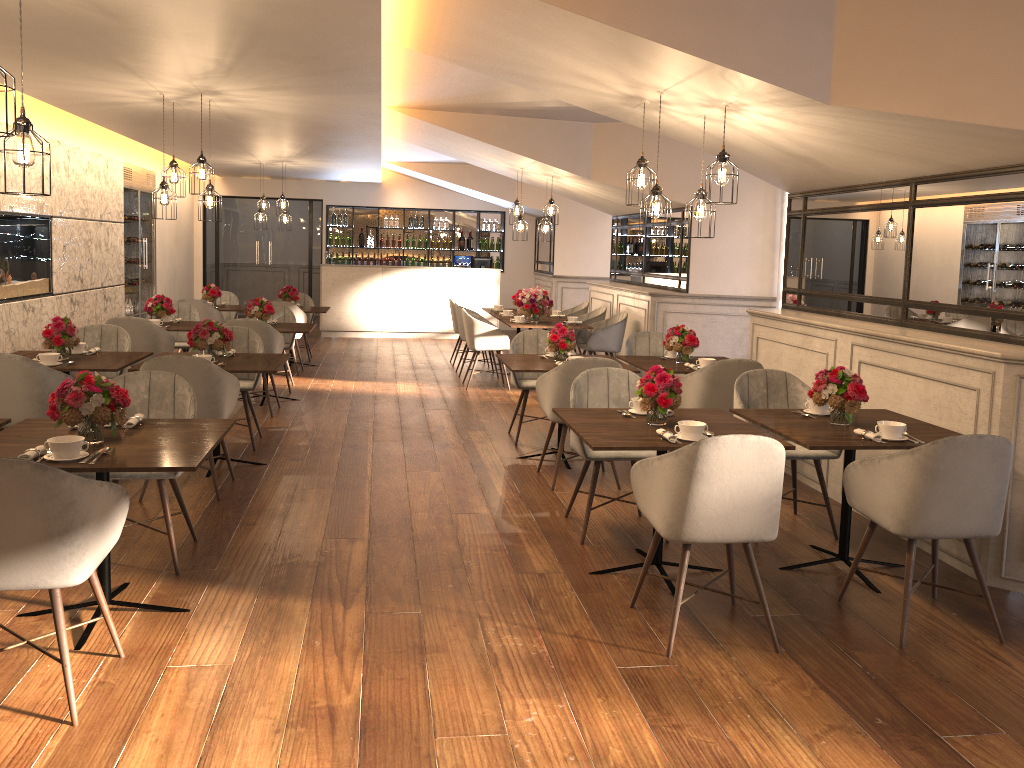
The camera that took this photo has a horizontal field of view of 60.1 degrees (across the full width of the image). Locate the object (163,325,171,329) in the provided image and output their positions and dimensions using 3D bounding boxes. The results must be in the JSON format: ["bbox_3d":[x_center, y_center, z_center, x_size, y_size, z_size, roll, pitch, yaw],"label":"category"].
[{"bbox_3d":[-3.154,-0.522,8.101,0.043,0.015,0.198,0,9,-12],"label":"object"}]

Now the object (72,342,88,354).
[{"bbox_3d":[-3.013,-0.246,6.122,0.148,0.072,0.149,-3,9,-31],"label":"object"}]

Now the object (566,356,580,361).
[{"bbox_3d":[0.452,-0.149,6.170,0.148,0.072,0.149,-5,11,-41],"label":"object"}]

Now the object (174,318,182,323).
[{"bbox_3d":[-3.274,-0.624,8.676,0.056,0.039,0.177,1,9,-8],"label":"object"}]

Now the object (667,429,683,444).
[{"bbox_3d":[0.707,0.229,3.884,0.025,0.024,0.194,1,9,-8],"label":"object"}]

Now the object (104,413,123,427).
[{"bbox_3d":[-1.746,0.142,3.816,0.148,0.072,0.149,-3,9,-31],"label":"object"}]

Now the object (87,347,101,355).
[{"bbox_3d":[-2.901,-0.228,6.141,0.056,0.039,0.177,1,9,-8],"label":"object"}]

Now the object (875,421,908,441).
[{"bbox_3d":[1.723,0.214,4.024,0.148,0.072,0.149,-5,11,-41],"label":"object"}]

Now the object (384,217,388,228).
[{"bbox_3d":[-2.326,-2.982,16.351,0.070,0.189,0.041,1,6,-9],"label":"object"}]

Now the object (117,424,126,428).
[{"bbox_3d":[-1.667,0.168,3.821,0.025,0.024,0.194,1,9,-8],"label":"object"}]

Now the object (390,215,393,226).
[{"bbox_3d":[-2.225,-3.017,16.362,0.069,0.207,0.040,1,6,-9],"label":"object"}]

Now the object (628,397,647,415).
[{"bbox_3d":[0.664,0.114,4.479,0.148,0.072,0.149,-5,11,-41],"label":"object"}]

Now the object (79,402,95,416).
[{"bbox_3d":[-1.643,0.092,3.403,0.049,0.051,0.078,-5,10,-42],"label":"object"}]

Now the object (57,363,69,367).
[{"bbox_3d":[-2.818,-0.121,5.569,0.022,0.004,0.212,0,9,-8],"label":"object"}]

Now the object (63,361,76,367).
[{"bbox_3d":[-2.789,-0.126,5.566,0.043,0.015,0.198,1,9,-5],"label":"object"}]

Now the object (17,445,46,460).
[{"bbox_3d":[-1.735,0.252,3.206,0.056,0.039,0.177,1,9,-8],"label":"object"}]

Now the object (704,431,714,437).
[{"bbox_3d":[0.896,0.234,3.923,0.043,0.015,0.198,0,9,-12],"label":"object"}]

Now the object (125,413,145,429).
[{"bbox_3d":[-1.634,0.160,3.835,0.056,0.039,0.177,1,9,-8],"label":"object"}]

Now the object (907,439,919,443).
[{"bbox_3d":[1.795,0.245,4.064,0.022,0.004,0.212,0,9,-8],"label":"object"}]

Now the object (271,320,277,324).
[{"bbox_3d":[-2.365,-0.617,8.811,0.056,0.039,0.177,1,9,-8],"label":"object"}]

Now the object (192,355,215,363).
[{"bbox_3d":[-1.981,-0.145,5.663,0.148,0.072,0.149,-3,9,-31],"label":"object"}]

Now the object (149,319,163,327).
[{"bbox_3d":[-3.262,-0.548,8.063,0.148,0.072,0.149,7,10,34],"label":"object"}]

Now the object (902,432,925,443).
[{"bbox_3d":[1.831,0.241,4.062,0.043,0.015,0.198,0,9,-12],"label":"object"}]

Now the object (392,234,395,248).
[{"bbox_3d":[-2.198,-2.655,16.433,0.065,0.260,0.066,-1,6,-30],"label":"object"}]

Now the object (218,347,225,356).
[{"bbox_3d":[-2.105,-0.239,6.257,0.148,0.072,0.149,-3,9,-31],"label":"object"}]

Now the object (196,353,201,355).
[{"bbox_3d":[-2.215,-0.208,6.224,0.043,0.015,0.198,0,9,-12],"label":"object"}]

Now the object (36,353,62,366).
[{"bbox_3d":[-2.890,-0.152,5.528,0.148,0.072,0.149,-3,9,-31],"label":"object"}]

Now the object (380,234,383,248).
[{"bbox_3d":[-2.416,-2.656,16.401,0.065,0.260,0.066,-1,6,-30],"label":"object"}]

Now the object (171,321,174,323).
[{"bbox_3d":[-3.307,-0.616,8.662,0.025,0.024,0.194,1,9,-8],"label":"object"}]

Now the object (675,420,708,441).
[{"bbox_3d":[0.788,0.208,3.885,0.148,0.072,0.149,-5,11,-41],"label":"object"}]

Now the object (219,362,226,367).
[{"bbox_3d":[-1.873,-0.119,5.702,0.043,0.015,0.198,0,9,-12],"label":"object"}]

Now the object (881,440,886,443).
[{"bbox_3d":[1.642,0.236,4.023,0.025,0.024,0.194,1,9,-8],"label":"object"}]

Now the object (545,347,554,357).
[{"bbox_3d":[0.328,-0.243,6.765,0.148,0.072,0.149,-5,11,-41],"label":"object"}]

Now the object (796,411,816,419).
[{"bbox_3d":[1.525,0.158,4.584,0.022,0.004,0.212,0,9,-8],"label":"object"}]

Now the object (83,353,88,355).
[{"bbox_3d":[-2.934,-0.220,6.127,0.025,0.024,0.194,1,9,-8],"label":"object"}]

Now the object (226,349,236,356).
[{"bbox_3d":[-1.992,-0.222,6.276,0.056,0.039,0.177,1,9,-8],"label":"object"}]

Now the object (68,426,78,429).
[{"bbox_3d":[-1.856,0.173,3.783,0.043,0.015,0.198,0,9,-12],"label":"object"}]

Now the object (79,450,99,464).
[{"bbox_3d":[-1.550,0.267,3.262,0.022,0.004,0.212,0,9,-8],"label":"object"}]

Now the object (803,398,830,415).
[{"bbox_3d":[1.599,0.121,4.618,0.148,0.072,0.149,-5,11,-41],"label":"object"}]

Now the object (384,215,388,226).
[{"bbox_3d":[-2.325,-3.018,16.347,0.069,0.207,0.040,1,6,-9],"label":"object"}]

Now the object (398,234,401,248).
[{"bbox_3d":[-2.088,-2.654,16.450,0.065,0.260,0.066,-1,6,-30],"label":"object"}]

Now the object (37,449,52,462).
[{"bbox_3d":[-1.703,0.258,3.222,0.025,0.024,0.194,1,9,-8],"label":"object"}]

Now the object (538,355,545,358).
[{"bbox_3d":[0.226,-0.213,6.733,0.043,0.015,0.198,1,9,-5],"label":"object"}]

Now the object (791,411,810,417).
[{"bbox_3d":[1.497,0.151,4.586,0.043,0.015,0.198,1,9,-5],"label":"object"}]

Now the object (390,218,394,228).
[{"bbox_3d":[-2.226,-2.981,16.365,0.070,0.189,0.041,1,6,-9],"label":"object"}]

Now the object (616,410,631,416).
[{"bbox_3d":[0.562,0.144,4.447,0.043,0.015,0.198,1,9,-5],"label":"object"}]

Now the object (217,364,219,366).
[{"bbox_3d":[-1.909,-0.115,5.704,0.022,0.004,0.212,0,9,-8],"label":"object"}]

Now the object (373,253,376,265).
[{"bbox_3d":[-2.552,-2.298,16.416,0.065,0.260,0.066,-1,6,-30],"label":"object"}]

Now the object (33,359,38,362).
[{"bbox_3d":[-3.003,-0.136,5.513,0.056,0.039,0.177,1,9,-8],"label":"object"}]

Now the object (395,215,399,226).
[{"bbox_3d":[-2.126,-3.017,16.377,0.069,0.207,0.040,1,6,-9],"label":"object"}]

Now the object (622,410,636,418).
[{"bbox_3d":[0.590,0.151,4.445,0.022,0.004,0.212,0,9,-8],"label":"object"}]

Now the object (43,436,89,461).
[{"bbox_3d":[-1.622,0.236,3.222,0.148,0.072,0.149,-3,9,-31],"label":"object"}]

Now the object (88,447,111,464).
[{"bbox_3d":[-1.514,0.262,3.260,0.043,0.015,0.198,0,9,-12],"label":"object"}]

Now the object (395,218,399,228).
[{"bbox_3d":[-2.127,-2.981,16.380,0.070,0.189,0.041,1,6,-9],"label":"object"}]

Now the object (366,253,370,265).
[{"bbox_3d":[-2.661,-2.299,16.400,0.065,0.260,0.066,-1,6,-30],"label":"object"}]

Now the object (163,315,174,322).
[{"bbox_3d":[-3.386,-0.642,8.657,0.148,0.072,0.149,7,10,34],"label":"object"}]

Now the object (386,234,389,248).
[{"bbox_3d":[-2.307,-2.656,16.417,0.065,0.260,0.066,-1,6,-30],"label":"object"}]
